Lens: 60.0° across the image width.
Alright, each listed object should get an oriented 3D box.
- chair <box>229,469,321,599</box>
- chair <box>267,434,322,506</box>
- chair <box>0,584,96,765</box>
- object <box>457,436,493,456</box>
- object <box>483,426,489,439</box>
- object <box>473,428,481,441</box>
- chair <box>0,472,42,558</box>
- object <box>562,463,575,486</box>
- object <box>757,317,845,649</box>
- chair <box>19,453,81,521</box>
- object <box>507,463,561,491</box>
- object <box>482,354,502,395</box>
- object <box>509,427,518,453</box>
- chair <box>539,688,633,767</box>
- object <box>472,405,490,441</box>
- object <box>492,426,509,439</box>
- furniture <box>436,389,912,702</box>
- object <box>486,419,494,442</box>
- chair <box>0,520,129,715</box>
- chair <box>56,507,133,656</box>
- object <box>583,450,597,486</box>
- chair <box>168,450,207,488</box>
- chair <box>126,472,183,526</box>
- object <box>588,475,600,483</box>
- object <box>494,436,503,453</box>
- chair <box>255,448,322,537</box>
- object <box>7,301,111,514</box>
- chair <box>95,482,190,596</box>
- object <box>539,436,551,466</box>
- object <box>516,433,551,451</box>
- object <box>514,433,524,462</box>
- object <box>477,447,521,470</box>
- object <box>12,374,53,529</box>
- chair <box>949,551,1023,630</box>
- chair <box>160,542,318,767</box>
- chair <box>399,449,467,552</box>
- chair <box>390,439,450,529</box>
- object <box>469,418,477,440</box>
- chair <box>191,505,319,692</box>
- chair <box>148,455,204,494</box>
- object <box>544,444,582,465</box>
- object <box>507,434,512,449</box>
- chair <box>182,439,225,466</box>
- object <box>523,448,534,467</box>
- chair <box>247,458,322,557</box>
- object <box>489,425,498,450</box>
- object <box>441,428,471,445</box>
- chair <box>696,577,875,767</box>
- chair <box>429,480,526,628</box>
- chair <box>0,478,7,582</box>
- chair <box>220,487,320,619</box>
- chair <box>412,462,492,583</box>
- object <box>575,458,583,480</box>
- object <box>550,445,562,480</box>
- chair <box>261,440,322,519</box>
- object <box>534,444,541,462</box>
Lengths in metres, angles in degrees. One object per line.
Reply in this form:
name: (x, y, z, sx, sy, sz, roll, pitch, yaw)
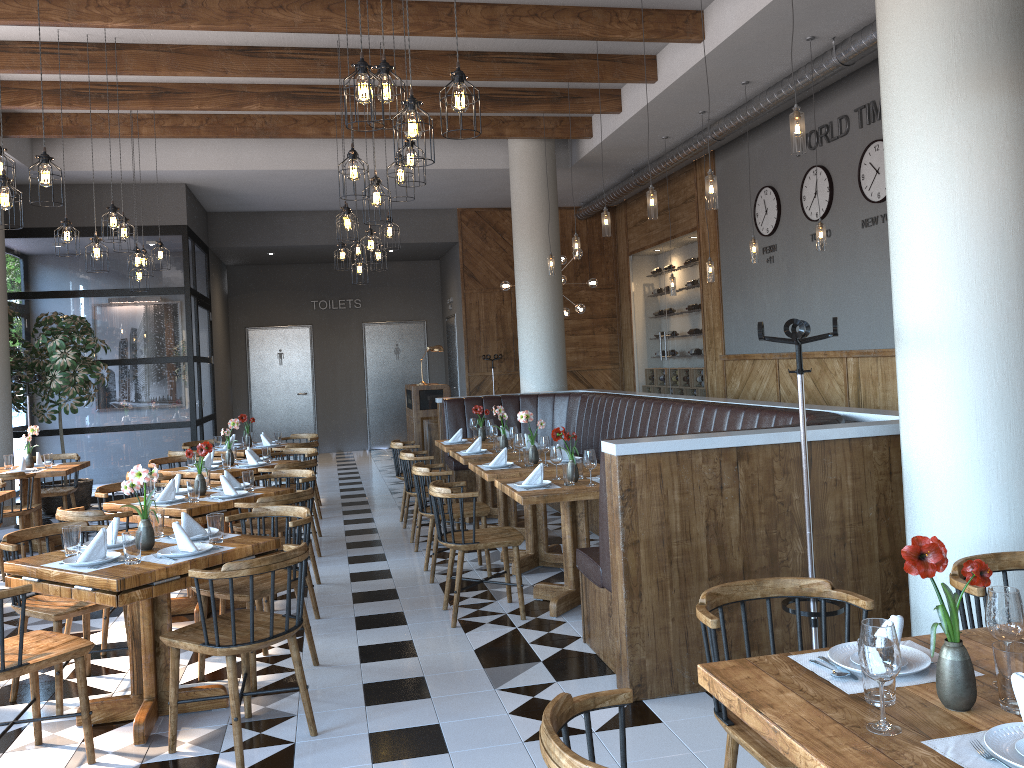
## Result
chair: (-1.684, 1.056, 6.363, 0.519, 0.818, 0.550, -3, 0, 33)
chair: (-2.469, 0.996, 10.052, 0.519, 0.818, 0.550, -3, 0, 33)
chair: (-2.018, 1.149, 3.523, 0.519, 0.818, 0.550, -3, 0, 33)
object: (-0.331, 0.527, 7.673, 0.272, 0.137, 0.352, -3, 1, -12)
object: (-0.263, 0.492, 8.946, 0.080, 0.132, 0.080, -3, 0, -12)
object: (-0.337, 0.502, 8.690, 0.080, 0.132, 0.080, -3, 0, -27)
chair: (-4.358, 1.158, 7.625, 0.519, 0.818, 0.549, -3, 0, -12)
object: (0.348, 0.555, 5.430, 0.080, 0.132, 0.080, -3, 0, -27)
object: (1.239, 0.557, 3.705, 0.375, 1.659, 0.374, -2, -1, -34)
chair: (-4.626, 1.137, 8.903, 0.519, 0.818, 0.549, -3, 0, -12)
object: (0.128, 0.562, 5.490, 0.272, 0.137, 0.352, -3, 1, -12)
object: (-0.276, 0.351, 14.209, 0.374, 1.659, 0.374, -3, -1, 11)
object: (0.017, 0.473, 7.555, 0.081, 0.215, 0.081, -3, -1, 19)
chair: (0.352, 1.076, 1.771, 0.550, 0.818, 0.519, -3, 0, -12)
object: (-0.309, 0.386, 8.814, 0.156, 0.355, 0.171, -3, 0, -19)
object: (-0.042, 0.480, 8.848, 0.272, 0.137, 0.352, -3, 1, -12)
furniture: (0.747, 0.738, 7.348, 1.918, 1.150, 6.585, -3, 1, -12)
object: (-0.210, 0.456, 8.635, 0.081, 0.215, 0.081, -3, -1, 19)
chair: (-2.205, 1.135, 4.415, 0.549, 0.818, 0.520, -3, 0, 33)
chair: (-2.388, 1.120, 5.283, 0.519, 0.818, 0.550, -3, 0, 33)
object: (0.475, 0.509, 5.374, 0.081, 0.215, 0.081, -2, -1, -43)
chair: (-3.159, 1.061, 8.953, 0.519, 0.818, 0.550, -3, 0, 33)
chair: (-2.770, 1.091, 7.103, 0.519, 0.818, 0.550, -3, 0, 33)
object: (0.643, 0.534, 5.590, 0.272, 0.137, 0.352, -3, 1, -12)
object: (-0.110, 0.520, 7.610, 0.080, 0.132, 0.080, -3, 0, -27)
chair: (-2.067, 1.026, 8.183, 0.519, 0.818, 0.550, -3, 0, 33)
object: (-5.634, 0.256, 10.473, 1.636, 2.594, 1.378, -3, 0, -28)
chair: (-2.575, 1.106, 6.175, 0.549, 0.818, 0.520, -3, 0, 33)
object: (0.243, 0.491, 6.477, 0.081, 0.215, 0.081, -3, -1, 42)
object: (0.184, 0.498, 7.773, 0.272, 0.137, 0.352, -3, 1, -12)
object: (0.057, 0.491, 6.833, 0.081, 0.215, 0.081, -3, -1, 42)
object: (-0.103, 0.545, 6.589, 0.272, 0.137, 0.352, -3, 1, -12)
object: (-5.293, 0.727, 9.738, 0.374, 1.659, 0.374, -3, -1, 11)
chair: (1.684, 0.982, 2.719, 0.519, 0.818, 0.549, -3, 0, -12)
chair: (-1.127, 1.099, 3.711, 0.549, 0.818, 0.520, -3, 0, 33)
chair: (-0.669, 0.971, 7.590, 0.550, 0.818, 0.519, -3, 0, -12)
chair: (-0.896, 0.953, 8.668, 0.550, 0.818, 0.519, -3, 0, -12)
object: (-0.391, 0.456, 8.963, 0.081, 0.215, 0.081, -3, -1, -20)
chair: (-1.314, 1.084, 4.603, 0.519, 0.818, 0.550, -3, 0, 33)
chair: (-2.958, 1.076, 7.995, 0.549, 0.818, 0.520, -3, 0, 33)
object: (0.412, 0.516, 6.689, 0.272, 0.137, 0.352, -3, 1, -12)
object: (-0.036, 0.509, 7.866, 0.080, 0.132, 0.080, -3, 0, -12)
chair: (-3.347, 1.046, 9.845, 0.549, 0.818, 0.520, -3, 0, 33)
object: (0.122, 0.538, 6.507, 0.080, 0.132, 0.080, -3, 0, -7)
chair: (-1.879, 1.040, 7.291, 0.549, 0.818, 0.520, -3, 0, 33)
object: (-0.164, 0.474, 7.883, 0.081, 0.215, 0.081, -3, -1, -20)
object: (-0.557, 0.509, 8.748, 0.272, 0.137, 0.352, -3, 1, -12)
chair: (0.837, 1.030, 2.540, 0.519, 0.818, 0.549, -3, 0, -12)
chair: (-0.216, 1.006, 5.433, 0.550, 0.818, 0.519, -3, 0, -12)
chair: (-4.183, 1.171, 6.794, 0.519, 0.818, 0.549, -3, 0, -12)
chair: (-1.497, 1.070, 5.471, 0.549, 0.818, 0.520, -3, 0, 33)
chair: (-0.442, 0.988, 6.512, 0.550, 0.818, 0.519, -3, 0, -12)
object: (0.423, 0.545, 5.686, 0.080, 0.132, 0.080, -3, 0, -12)
object: (0.288, 0.509, 5.734, 0.081, 0.215, 0.081, -3, -1, -3)
chair: (-2.268, 1.010, 9.141, 0.549, 0.818, 0.520, -3, 0, 33)
object: (0.191, 0.527, 6.789, 0.080, 0.132, 0.080, -3, 0, -12)
